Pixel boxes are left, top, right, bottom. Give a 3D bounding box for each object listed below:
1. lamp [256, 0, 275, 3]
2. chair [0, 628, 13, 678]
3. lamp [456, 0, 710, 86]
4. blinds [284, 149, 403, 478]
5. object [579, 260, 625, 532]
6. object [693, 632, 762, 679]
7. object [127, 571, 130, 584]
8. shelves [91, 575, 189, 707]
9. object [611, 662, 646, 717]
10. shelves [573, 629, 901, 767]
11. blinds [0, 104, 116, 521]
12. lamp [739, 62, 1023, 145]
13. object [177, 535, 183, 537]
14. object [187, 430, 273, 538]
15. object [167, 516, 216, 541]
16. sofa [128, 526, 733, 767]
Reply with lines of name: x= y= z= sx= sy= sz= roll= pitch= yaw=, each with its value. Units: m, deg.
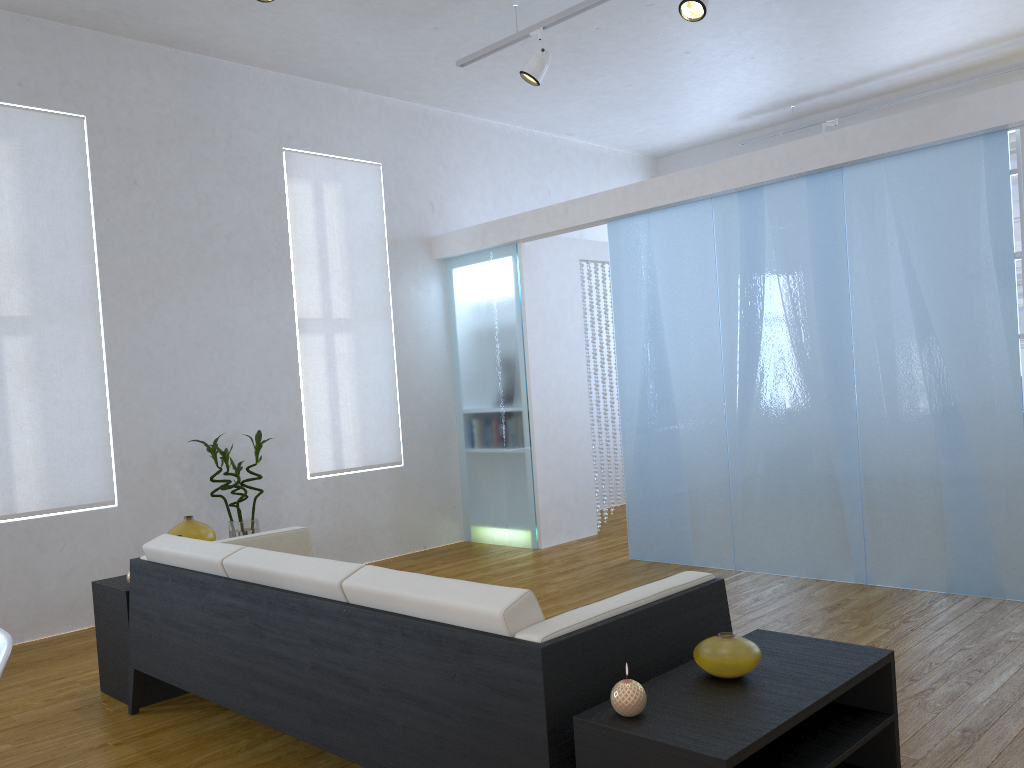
lamp: x=-0.430 y=-1.826 z=2.978 sx=3.121 sy=0.487 sz=0.222 roll=-4 pitch=1 yaw=45
chair: x=-1.173 y=0.686 z=1.667 sx=0.419 sy=0.352 sz=0.406 roll=-4 pitch=1 yaw=-41
lamp: x=0.786 y=-1.907 z=4.152 sx=3.120 sy=0.487 sz=0.204 roll=-4 pitch=1 yaw=42
blinds: x=-1.115 y=-0.466 z=5.959 sx=0.007 sy=2.113 sz=0.760 roll=-2 pitch=2 yaw=45
object: x=0.878 y=0.068 z=6.860 sx=0.051 sy=2.017 sz=0.921 roll=-2 pitch=2 yaw=45
object: x=0.474 y=0.596 z=1.954 sx=0.146 sy=0.090 sz=0.146 roll=-4 pitch=0 yaw=-4
object: x=-1.470 y=0.733 z=3.467 sx=0.071 sy=0.104 sz=0.071 roll=-4 pitch=1 yaw=-18
shelves: x=-1.313 y=1.002 z=3.743 sx=0.349 sy=0.451 sz=0.729 roll=-3 pitch=1 yaw=45
object: x=0.231 y=0.606 z=1.768 sx=0.071 sy=0.104 sz=0.071 roll=-4 pitch=1 yaw=-18
shelves: x=0.517 y=0.865 z=1.915 sx=0.349 sy=0.451 sz=0.729 roll=-3 pitch=1 yaw=45
blinds: x=-2.511 y=-0.375 z=4.555 sx=0.007 sy=2.112 sz=0.760 roll=-2 pitch=2 yaw=45
lamp: x=3.059 y=-2.056 z=6.439 sx=3.121 sy=0.487 sz=0.197 roll=-4 pitch=1 yaw=43
object: x=-1.350 y=0.697 z=3.618 sx=0.095 sy=0.160 sz=0.095 roll=-4 pitch=1 yaw=-4
object: x=-1.609 y=0.766 z=5.108 sx=0.380 sy=0.981 sz=0.483 roll=-4 pitch=1 yaw=17
object: x=-1.373 y=0.672 z=3.786 sx=0.207 sy=0.215 sz=0.207 roll=-4 pitch=1 yaw=-4
sofa: x=0.083 y=0.799 z=3.320 sx=5.342 sy=0.679 sz=9.710 roll=-4 pitch=0 yaw=45
